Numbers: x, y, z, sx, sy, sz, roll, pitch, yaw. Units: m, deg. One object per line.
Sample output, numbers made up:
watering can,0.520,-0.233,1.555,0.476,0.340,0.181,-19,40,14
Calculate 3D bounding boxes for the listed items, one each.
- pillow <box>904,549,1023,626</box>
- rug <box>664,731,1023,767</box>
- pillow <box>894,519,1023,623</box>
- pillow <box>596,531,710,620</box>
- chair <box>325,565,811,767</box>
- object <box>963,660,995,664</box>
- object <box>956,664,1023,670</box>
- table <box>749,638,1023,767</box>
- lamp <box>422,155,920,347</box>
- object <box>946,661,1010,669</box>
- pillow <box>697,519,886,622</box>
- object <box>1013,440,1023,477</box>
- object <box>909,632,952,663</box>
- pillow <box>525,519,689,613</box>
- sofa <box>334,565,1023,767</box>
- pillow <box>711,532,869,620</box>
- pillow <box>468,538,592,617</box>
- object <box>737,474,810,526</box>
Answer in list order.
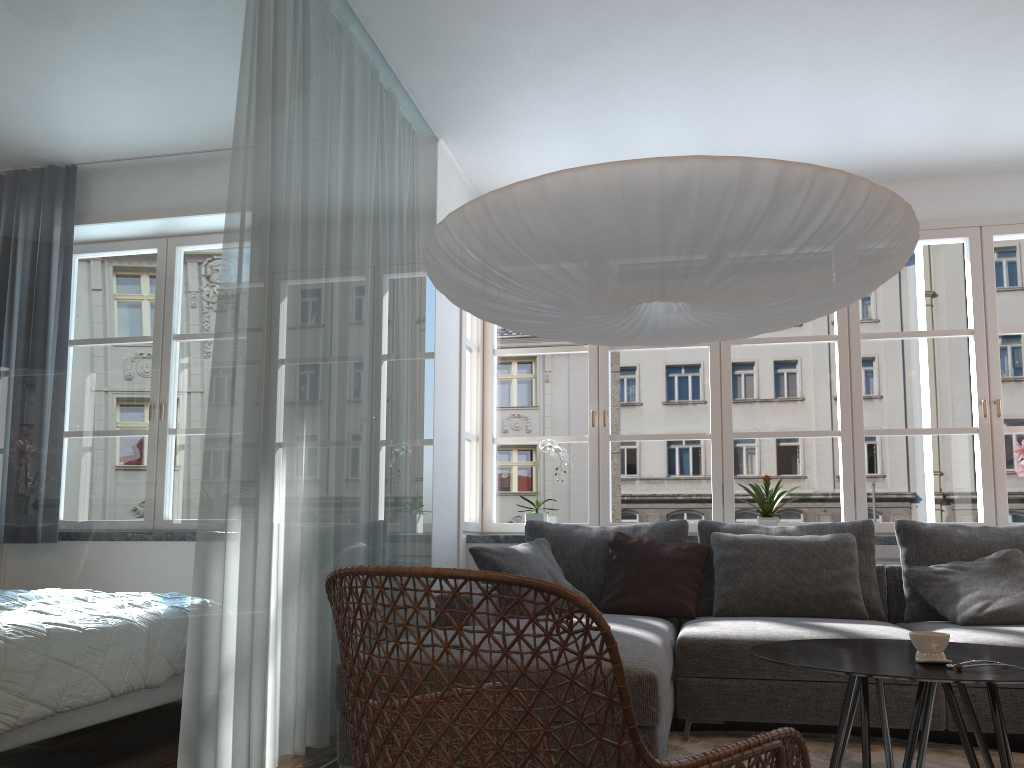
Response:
pillow,2.024,0.865,3.780,0.492,0.318,0.448,1,-9,-6
rug,0.904,1.152,2.177,2.838,0.012,2.867,2,-10,-8
pillow,2.193,0.846,3.995,0.837,0.473,0.277,-2,-8,13
pillow,0.665,0.893,4.164,0.521,0.399,0.314,-2,-8,14
chair,0.064,0.675,1.565,0.722,0.703,0.689,-8,-12,44
object,1.111,0.668,2.121,0.124,0.010,0.026,4,-11,-21
object,1.101,0.648,2.027,0.168,0.014,0.015,0,-8,-1
table,1.052,0.937,2.268,0.847,0.468,0.855,-2,-10,14
lamp,0.459,-0.298,2.739,1.476,0.208,1.479,9,-14,-40
object,1.091,0.655,2.068,0.163,0.016,0.025,3,-9,-13
pillow,1.302,0.877,4.199,0.839,0.471,0.279,-2,-8,13
object,2.664,0.418,4.428,0.201,0.684,0.300,1,-7,-9
object,1.017,0.643,2.150,0.091,0.068,0.140,-4,-10,24
pillow,0.449,0.906,4.372,0.836,0.474,0.277,-2,-8,13
sofa,1.166,1.029,3.303,3.068,0.665,2.060,-2,-10,12
pillow,1.258,0.877,4.060,0.667,0.394,0.295,-2,-8,12
pillow,0.091,0.899,4.140,0.517,0.356,0.349,7,-11,-38
object,1.380,0.639,4.675,0.376,0.325,0.325,2,-9,-13
